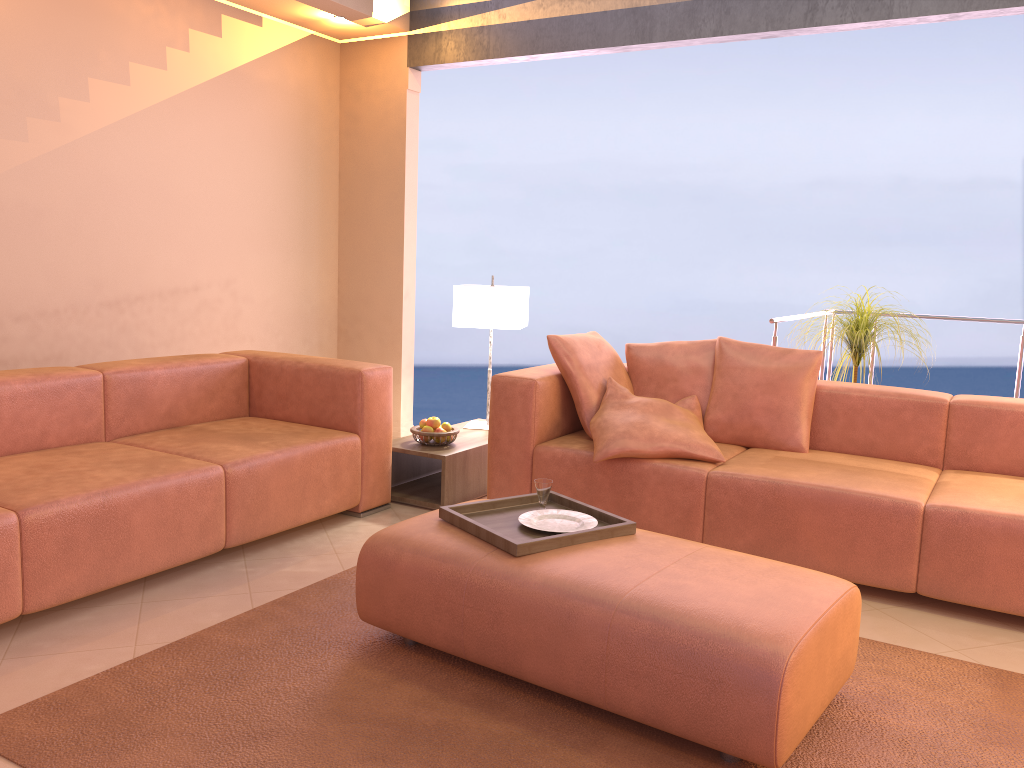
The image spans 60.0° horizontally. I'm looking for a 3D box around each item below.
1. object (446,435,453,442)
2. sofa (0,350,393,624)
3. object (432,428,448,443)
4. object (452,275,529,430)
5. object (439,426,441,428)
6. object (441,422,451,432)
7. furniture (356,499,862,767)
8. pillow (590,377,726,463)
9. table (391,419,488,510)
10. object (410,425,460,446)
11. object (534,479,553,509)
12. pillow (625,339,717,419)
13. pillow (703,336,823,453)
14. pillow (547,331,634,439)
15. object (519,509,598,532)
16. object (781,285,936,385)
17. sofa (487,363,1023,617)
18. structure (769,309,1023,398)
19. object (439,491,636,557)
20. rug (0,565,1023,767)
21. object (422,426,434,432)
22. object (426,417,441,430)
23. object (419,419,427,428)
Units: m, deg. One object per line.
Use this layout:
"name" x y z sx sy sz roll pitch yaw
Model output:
"object" -0.305 0.254 4.238 0.046 0.046 0.055 3 8 8
"sofa" -1.620 0.325 3.109 0.943 0.672 2.781 6 9 30
"object" -0.342 0.243 4.191 0.074 0.076 0.072 8 10 40
"object" -0.113 -0.171 4.684 0.344 0.799 0.344 3 8 9
"object" -0.358 0.233 4.263 0.077 0.065 0.076 9 10 41
"object" -0.313 0.207 4.225 0.051 0.053 0.045 -4 10 -36
"furniture" 0.246 0.607 2.524 1.291 0.301 0.685 7 9 35
"pillow" 0.581 0.144 3.702 0.517 0.292 0.514 2 8 -1
"table" -0.247 0.391 4.487 0.412 0.268 0.918 6 9 30
"object" -0.369 0.249 4.240 0.235 0.071 0.235 5 8 22
"object" 0.100 0.357 2.859 0.061 0.091 0.061 4 8 14
"pillow" 0.743 0.004 4.044 0.492 0.446 0.255 4 8 13
"pillow" 1.079 0.044 3.846 0.470 0.468 0.211 6 9 25
"pillow" 0.391 -0.001 4.032 0.314 0.455 0.519 6 9 26
"object" 0.138 0.419 2.675 0.240 0.018 0.240 1 8 -6
"object" 1.731 0.044 4.502 0.703 1.088 0.729 2 8 -1
"sofa" 1.296 0.365 3.577 2.781 0.672 0.943 6 9 30
"structure" 3.485 0.048 4.280 4.176 0.541 1.663 6 9 30
"object" 0.072 0.412 2.686 0.436 0.034 0.421 -3 9 -35
"rug" 0.302 0.853 2.204 2.626 0.005 1.833 6 9 30
"object" -0.397 0.220 4.175 0.055 0.047 0.045 3 8 7
"object" -0.374 0.188 4.213 0.069 0.061 0.068 1 8 -8
"object" -0.419 0.190 4.243 0.047 0.046 0.054 4 8 16
